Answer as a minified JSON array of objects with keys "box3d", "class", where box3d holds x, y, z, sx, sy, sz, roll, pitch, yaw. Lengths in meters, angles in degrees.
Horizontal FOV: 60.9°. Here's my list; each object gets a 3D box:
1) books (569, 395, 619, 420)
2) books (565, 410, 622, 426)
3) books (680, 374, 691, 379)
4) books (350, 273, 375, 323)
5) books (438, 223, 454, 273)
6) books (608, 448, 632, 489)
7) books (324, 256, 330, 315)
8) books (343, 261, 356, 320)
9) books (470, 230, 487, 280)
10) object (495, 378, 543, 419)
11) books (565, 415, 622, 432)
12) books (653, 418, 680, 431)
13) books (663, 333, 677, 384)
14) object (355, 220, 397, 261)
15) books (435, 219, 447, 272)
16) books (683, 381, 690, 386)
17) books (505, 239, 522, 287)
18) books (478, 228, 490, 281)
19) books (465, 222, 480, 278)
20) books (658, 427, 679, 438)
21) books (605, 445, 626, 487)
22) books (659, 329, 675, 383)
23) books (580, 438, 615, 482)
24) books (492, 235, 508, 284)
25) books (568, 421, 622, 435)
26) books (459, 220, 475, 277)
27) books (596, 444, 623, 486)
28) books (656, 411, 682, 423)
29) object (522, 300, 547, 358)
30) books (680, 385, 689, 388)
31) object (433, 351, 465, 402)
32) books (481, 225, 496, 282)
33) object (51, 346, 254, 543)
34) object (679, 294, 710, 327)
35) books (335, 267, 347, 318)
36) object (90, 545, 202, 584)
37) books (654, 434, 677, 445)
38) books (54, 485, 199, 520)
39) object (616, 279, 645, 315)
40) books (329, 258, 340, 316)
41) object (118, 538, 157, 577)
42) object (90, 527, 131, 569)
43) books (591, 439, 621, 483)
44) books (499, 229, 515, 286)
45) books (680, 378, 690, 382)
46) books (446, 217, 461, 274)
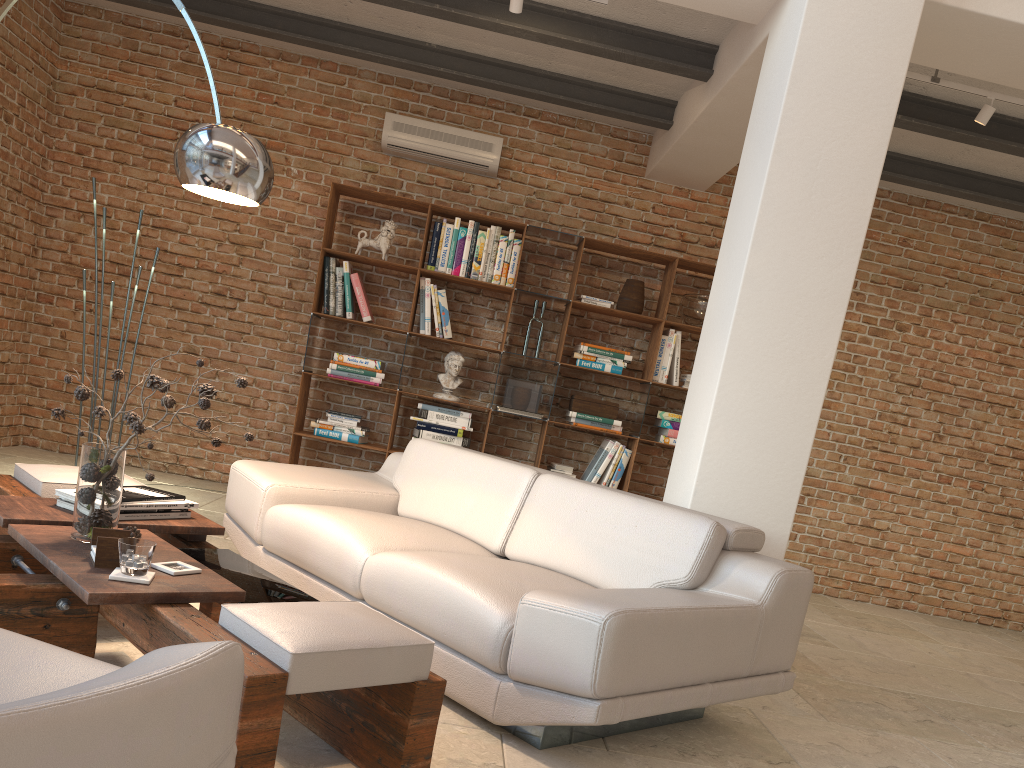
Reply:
[{"box3d":[0.588,0.168,6.290,0.336,0.121,0.209,11,2,-4],"class":"books"},{"box3d":[0.584,0.247,6.295,0.381,0.037,0.240,11,-1,-6],"class":"books"},{"box3d":[1.318,-0.040,6.290,0.133,0.034,0.201,11,-1,-14],"class":"books"},{"box3d":[-1.045,-0.591,6.098,0.195,0.324,0.249,11,5,-4],"class":"books"},{"box3d":[-0.457,-0.918,6.046,0.056,0.335,0.249,11,6,-3],"class":"books"},{"box3d":[0.770,0.625,6.383,0.117,0.340,0.249,11,6,-3],"class":"books"},{"box3d":[-1.270,-0.670,6.053,0.091,0.391,0.238,11,6,-3],"class":"books"},{"box3d":[-1.129,-0.640,6.062,0.121,0.388,0.238,11,6,-3],"class":"books"},{"box3d":[-0.237,-0.874,6.059,0.056,0.335,0.249,11,6,-3],"class":"books"},{"box3d":[0.068,0.101,6.223,0.336,0.237,0.278,11,3,-4],"class":"object"},{"box3d":[0.589,0.287,6.336,0.382,0.037,0.240,11,-1,-9],"class":"books"},{"box3d":[1.223,0.313,6.369,0.327,0.056,0.251,11,-1,-4],"class":"books"},{"box3d":[1.107,-0.175,6.268,0.021,0.365,0.266,10,6,-3],"class":"books"},{"box3d":[-0.928,-0.996,5.961,0.251,0.288,0.128,11,7,3],"class":"object"},{"box3d":[-0.494,-0.939,6.057,0.021,0.365,0.266,10,6,-3],"class":"books"},{"box3d":[1.308,0.012,6.299,0.132,0.034,0.204,11,-1,6],"class":"books"},{"box3d":[0.004,-0.824,6.112,0.056,0.335,0.249,11,6,-3],"class":"books"},{"box3d":[-0.197,-0.880,6.075,0.021,0.365,0.266,10,6,-3],"class":"books"},{"box3d":[-0.278,-0.910,6.065,0.036,0.390,0.238,10,6,-3],"class":"books"},{"box3d":[1.256,0.377,6.371,0.328,0.056,0.250,11,-1,-9],"class":"books"},{"box3d":[0.727,0.608,6.392,0.098,0.361,0.266,11,6,-3],"class":"books"},{"box3d":[1.082,-0.194,6.254,0.036,0.390,0.238,10,6,-3],"class":"books"},{"box3d":[0.616,0.576,6.385,0.164,0.379,0.238,11,6,-4],"class":"books"},{"box3d":[-0.090,-0.844,6.081,0.056,0.335,0.249,11,6,-3],"class":"books"},{"box3d":[0.598,0.318,6.327,0.357,0.021,0.267,11,-1,-6],"class":"books"},{"box3d":[-0.314,-0.917,6.052,0.036,0.390,0.238,10,6,-3],"class":"books"},{"box3d":[0.708,0.602,6.381,0.098,0.361,0.266,11,6,-3],"class":"books"},{"box3d":[1.217,0.255,6.358,0.325,0.056,0.252,11,-1,6],"class":"books"},{"box3d":[0.165,-0.385,6.125,0.122,0.406,0.060,11,9,-2],"class":"object"},{"box3d":[1.310,0.040,6.318,0.170,0.019,0.234,11,-1,4],"class":"books"},{"box3d":[-0.437,-0.059,6.194,0.195,0.356,0.191,12,7,12],"class":"object"},{"box3d":[-0.167,-0.887,6.088,0.036,0.390,0.238,10,6,-3],"class":"books"},{"box3d":[-1.035,0.181,2.543,0.548,0.618,0.307,8,8,-33],"class":"object"},{"box3d":[1.400,-0.487,6.210,0.428,0.223,0.439,12,1,38],"class":"object"},{"box3d":[-1.189,-0.628,6.091,0.103,0.340,0.249,11,6,-3],"class":"books"},{"box3d":[-0.958,0.485,2.319,0.275,0.035,0.242,12,-1,-32],"class":"object"},{"box3d":[1.221,0.428,6.378,0.327,0.056,0.251,11,-1,-2],"class":"books"},{"box3d":[-1.323,0.404,2.995,0.246,0.075,0.403,11,-1,29],"class":"books"},{"box3d":[0.842,-0.606,6.117,0.188,0.237,0.195,16,7,43],"class":"object"},{"box3d":[-1.234,-0.663,6.064,0.091,0.391,0.238,11,6,-3],"class":"books"},{"box3d":[-0.963,0.445,2.230,0.092,0.086,0.089,7,5,-45],"class":"object"},{"box3d":[-1.067,0.439,2.331,0.095,0.083,0.111,9,3,-32],"class":"object"},{"box3d":[0.658,0.583,6.365,0.162,0.379,0.238,11,6,-4],"class":"books"},{"box3d":[-0.038,-0.861,6.087,0.036,0.390,0.238,10,6,-3],"class":"books"},{"box3d":[1.320,-0.013,6.299,0.171,0.019,0.233,11,-1,-1],"class":"books"},{"box3d":[-0.406,-0.936,6.049,0.036,0.390,0.238,10,6,-3],"class":"books"}]
